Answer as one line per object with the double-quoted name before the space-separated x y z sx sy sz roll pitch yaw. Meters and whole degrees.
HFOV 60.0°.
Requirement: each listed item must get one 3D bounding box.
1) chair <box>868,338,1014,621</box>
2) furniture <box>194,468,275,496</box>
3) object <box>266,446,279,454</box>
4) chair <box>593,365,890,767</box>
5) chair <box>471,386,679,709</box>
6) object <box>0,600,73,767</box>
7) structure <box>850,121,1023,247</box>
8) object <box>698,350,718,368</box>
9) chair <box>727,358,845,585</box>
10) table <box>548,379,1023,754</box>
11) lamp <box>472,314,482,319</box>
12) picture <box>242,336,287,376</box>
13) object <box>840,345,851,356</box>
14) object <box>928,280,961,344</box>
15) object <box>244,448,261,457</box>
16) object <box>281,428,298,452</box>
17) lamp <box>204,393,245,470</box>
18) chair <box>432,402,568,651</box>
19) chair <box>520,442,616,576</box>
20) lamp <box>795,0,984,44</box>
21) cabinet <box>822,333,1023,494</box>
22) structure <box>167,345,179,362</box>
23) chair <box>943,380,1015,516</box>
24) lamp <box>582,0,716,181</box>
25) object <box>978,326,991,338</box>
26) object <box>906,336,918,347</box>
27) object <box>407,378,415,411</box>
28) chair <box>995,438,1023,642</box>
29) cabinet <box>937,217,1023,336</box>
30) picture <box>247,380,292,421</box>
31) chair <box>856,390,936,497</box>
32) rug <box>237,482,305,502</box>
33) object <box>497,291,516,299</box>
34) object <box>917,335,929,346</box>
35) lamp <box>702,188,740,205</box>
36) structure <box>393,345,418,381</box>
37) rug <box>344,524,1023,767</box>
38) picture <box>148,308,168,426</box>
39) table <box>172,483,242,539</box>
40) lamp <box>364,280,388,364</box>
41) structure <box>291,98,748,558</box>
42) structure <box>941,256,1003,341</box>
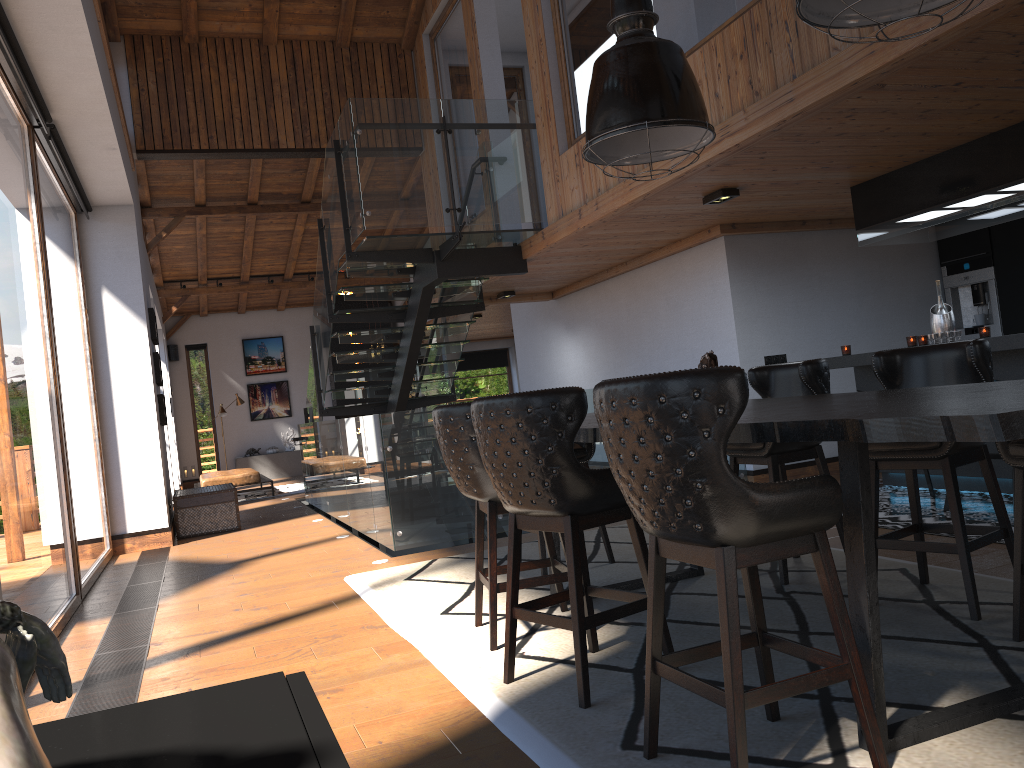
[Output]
"chair" 1.798 0.378 3.764 0.575 1.092 0.498 -6 -2 -37
"furniture" -4.777 1.702 15.080 1.185 0.437 2.735 -6 -1 -20
"object" -5.211 1.434 19.257 0.283 0.161 0.257 -6 -1 -18
"chair" 0.560 0.501 2.359 0.573 1.092 0.499 -6 -2 -22
"chair" 0.191 0.561 3.239 0.575 1.092 0.498 -6 -2 -37
"object" -0.251 0.122 0.364 0.494 0.262 0.182 -8 -2 38
"structure" 3.501 -1.417 5.422 0.717 0.476 3.222 -6 -1 -20
"object" 0.777 -0.008 3.582 0.114 0.253 0.223 -8 -2 32
"chair" 1.429 0.438 4.643 0.573 1.092 0.499 -6 -2 -22
"table" 0.932 0.572 3.649 1.441 0.950 3.764 -6 -1 -20
"lamp" -0.655 -1.237 16.236 0.156 0.068 0.259 -6 -1 -20
"picture" -5.466 -0.618 19.578 0.887 0.816 0.035 -6 -2 -21
"object" 2.705 -0.271 7.174 0.079 0.081 0.080 -7 -1 14
"object" 3.074 -0.516 6.345 0.228 0.452 0.223 -6 -2 -21
"object" -5.577 1.463 19.095 0.402 0.183 0.228 -7 -1 23
"object" -4.863 1.212 19.311 0.422 0.532 0.262 -8 -2 38
"lamp" -5.821 1.149 18.095 0.527 1.899 1.322 -7 -1 1
"chair" -0.021 0.610 4.025 0.571 1.092 0.501 -6 -2 -12
"chair" 0.230 0.597 5.500 0.508 1.092 0.563 -6 -2 -21
"lamp" 0.908 -3.385 2.713 0.615 4.686 0.627 -8 -2 24
"cabinet" 3.744 0.167 5.199 0.896 1.104 4.759 -6 -1 -20
"structure" -7.201 -0.658 18.839 0.215 0.349 0.212 -6 -2 -21
"chair" 3.105 0.384 5.711 0.473 0.839 0.533 -6 -2 -23
"lamp" 0.376 -3.295 4.196 0.615 4.686 0.627 -8 -2 24
"object" 3.369 -0.365 6.316 0.078 0.081 0.080 -8 -2 34
"object" 2.962 -0.312 6.561 0.078 0.081 0.080 -8 -2 34
"object" -2.408 0.423 20.398 0.498 2.612 0.462 -6 -2 -21
"chair" 2.012 0.348 2.977 0.571 1.092 0.501 -6 -2 -12
"cabinet" 5.612 -0.688 5.834 0.548 2.381 6.374 -6 -1 -20
"picture" -5.348 0.370 19.549 0.887 0.816 0.035 -6 -2 -21
"chair" 2.812 0.431 6.399 0.473 0.839 0.534 -6 -2 -20
"rug" -3.476 1.744 15.358 3.840 0.053 2.411 -6 -1 -20
"object" -0.073 -1.096 10.844 0.156 0.068 0.259 -6 -1 -20
"object" 3.177 -0.333 6.850 0.078 0.081 0.080 -8 -2 34
"lamp" 1.513 -1.365 6.425 0.156 0.068 0.259 -6 -1 -20
"structure" -2.399 0.416 20.392 0.506 2.618 0.507 -6 -2 -21
"rug" 0.934 1.035 3.959 2.573 0.047 5.582 -6 -1 -20
"picture" -4.078 -0.176 10.213 0.060 1.312 0.767 -6 -2 -20
"table" -3.555 1.456 10.317 0.690 0.470 1.243 -6 -1 -20
"lamp" -2.802 -1.517 17.602 0.264 2.202 0.794 -6 -2 -29
"structure" -2.583 1.142 7.942 9.289 6.400 10.930 -6 -1 -20
"structure" 4.443 -0.706 8.476 0.257 0.946 0.592 -6 -2 -20
